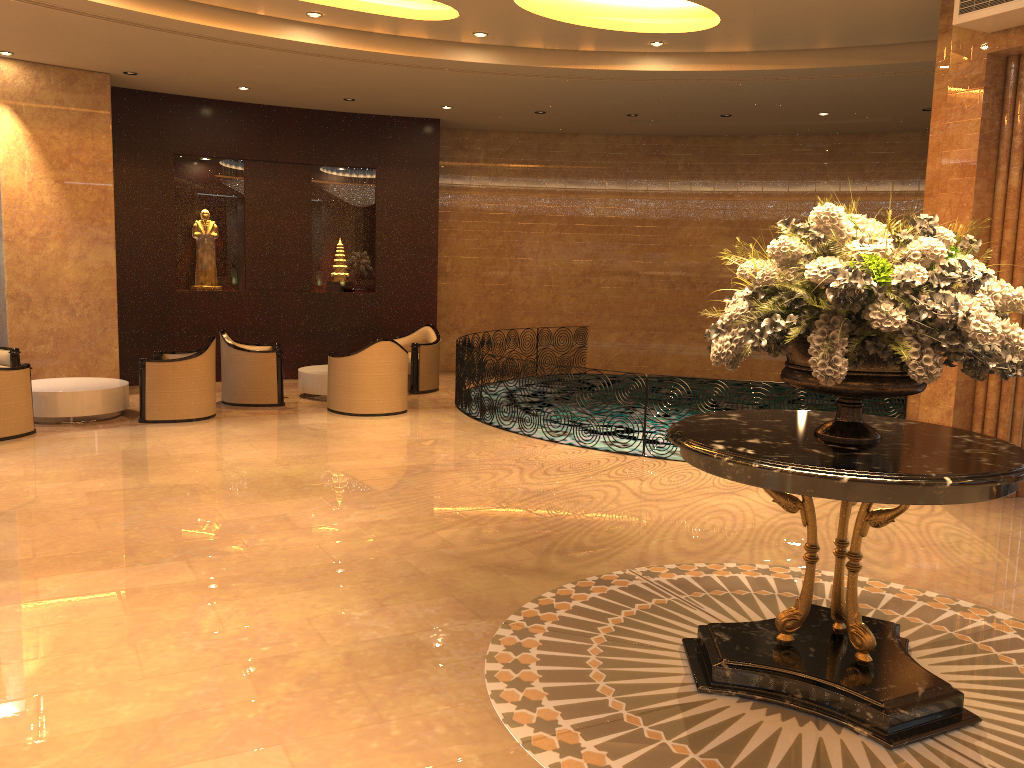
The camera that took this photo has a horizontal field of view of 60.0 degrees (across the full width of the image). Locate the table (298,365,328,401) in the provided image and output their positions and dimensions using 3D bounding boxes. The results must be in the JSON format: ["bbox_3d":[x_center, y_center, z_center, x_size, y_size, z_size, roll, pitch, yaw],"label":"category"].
[{"bbox_3d":[-2.251,-0.018,11.882,1.196,0.354,1.196,2,8,1],"label":"table"}]

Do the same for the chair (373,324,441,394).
[{"bbox_3d":[-1.447,-0.389,12.710,0.951,0.916,0.769,8,10,38],"label":"chair"}]

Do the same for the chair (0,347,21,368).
[{"bbox_3d":[-6.128,-0.150,9.940,0.769,0.916,0.951,5,8,23],"label":"chair"}]

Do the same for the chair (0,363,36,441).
[{"bbox_3d":[-5.239,0.061,8.537,0.951,0.916,0.769,3,8,8],"label":"chair"}]

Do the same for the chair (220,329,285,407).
[{"bbox_3d":[-3.268,-0.232,11.153,0.769,0.916,0.951,-1,8,-17],"label":"chair"}]

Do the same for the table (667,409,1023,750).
[{"bbox_3d":[1.418,0.766,3.932,1.493,1.089,1.493,-3,9,-33],"label":"table"}]

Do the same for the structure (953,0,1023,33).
[{"bbox_3d":[4.463,-2.705,4.986,0.425,0.483,4.113,-2,8,-26],"label":"structure"}]

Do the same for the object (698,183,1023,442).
[{"bbox_3d":[1.478,-0.264,3.776,1.277,0.999,1.318,2,8,4],"label":"object"}]

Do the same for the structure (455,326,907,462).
[{"bbox_3d":[1.149,-0.012,11.526,3.815,0.995,7.624,0,8,-8],"label":"structure"}]

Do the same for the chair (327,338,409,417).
[{"bbox_3d":[-1.675,-0.121,10.646,0.951,0.916,0.769,-3,9,-31],"label":"chair"}]

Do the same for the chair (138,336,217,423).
[{"bbox_3d":[-3.728,-0.089,9.979,0.769,0.916,0.951,0,8,-12],"label":"chair"}]

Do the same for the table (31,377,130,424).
[{"bbox_3d":[-4.905,0.177,9.857,1.196,0.354,1.196,2,8,0],"label":"table"}]
